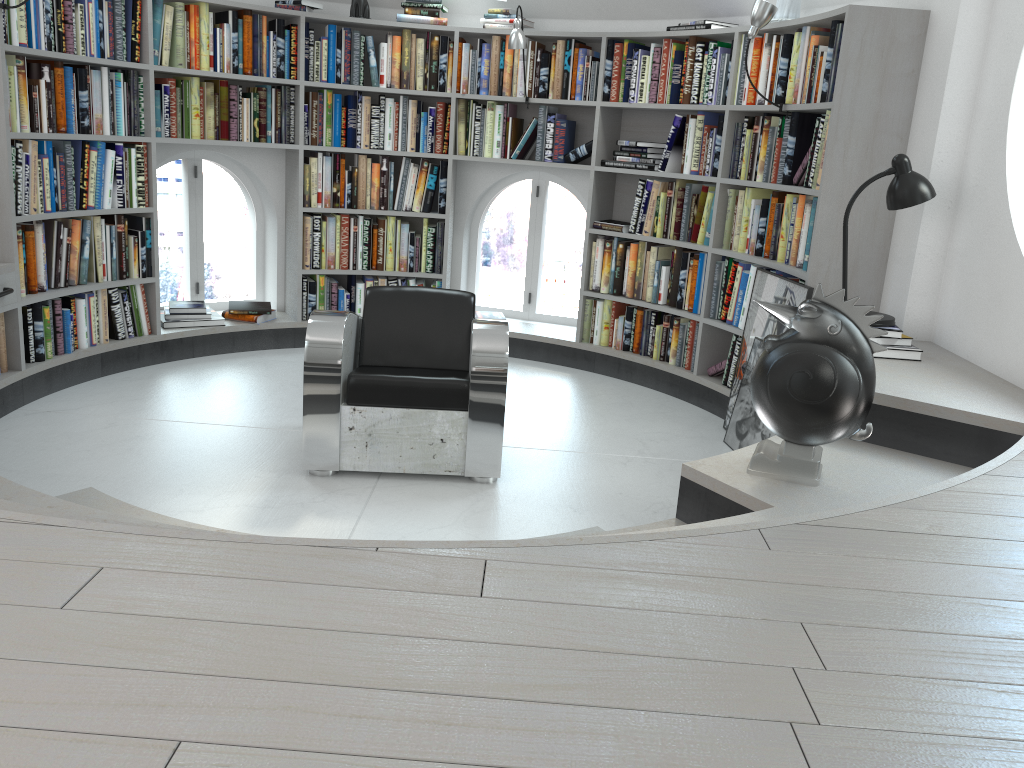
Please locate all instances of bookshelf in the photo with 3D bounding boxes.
[{"bbox_3d":[-0.426,-1.111,5.004,4.333,1.867,2.124,4,15,1],"label":"bookshelf"}]

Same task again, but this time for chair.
[{"bbox_3d":[-0.452,-0.033,3.950,0.823,0.714,0.746,3,15,-4],"label":"chair"}]

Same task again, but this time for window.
[{"bbox_3d":[-0.940,-0.971,5.941,3.230,1.143,0.621,0,15,-13],"label":"window"}]

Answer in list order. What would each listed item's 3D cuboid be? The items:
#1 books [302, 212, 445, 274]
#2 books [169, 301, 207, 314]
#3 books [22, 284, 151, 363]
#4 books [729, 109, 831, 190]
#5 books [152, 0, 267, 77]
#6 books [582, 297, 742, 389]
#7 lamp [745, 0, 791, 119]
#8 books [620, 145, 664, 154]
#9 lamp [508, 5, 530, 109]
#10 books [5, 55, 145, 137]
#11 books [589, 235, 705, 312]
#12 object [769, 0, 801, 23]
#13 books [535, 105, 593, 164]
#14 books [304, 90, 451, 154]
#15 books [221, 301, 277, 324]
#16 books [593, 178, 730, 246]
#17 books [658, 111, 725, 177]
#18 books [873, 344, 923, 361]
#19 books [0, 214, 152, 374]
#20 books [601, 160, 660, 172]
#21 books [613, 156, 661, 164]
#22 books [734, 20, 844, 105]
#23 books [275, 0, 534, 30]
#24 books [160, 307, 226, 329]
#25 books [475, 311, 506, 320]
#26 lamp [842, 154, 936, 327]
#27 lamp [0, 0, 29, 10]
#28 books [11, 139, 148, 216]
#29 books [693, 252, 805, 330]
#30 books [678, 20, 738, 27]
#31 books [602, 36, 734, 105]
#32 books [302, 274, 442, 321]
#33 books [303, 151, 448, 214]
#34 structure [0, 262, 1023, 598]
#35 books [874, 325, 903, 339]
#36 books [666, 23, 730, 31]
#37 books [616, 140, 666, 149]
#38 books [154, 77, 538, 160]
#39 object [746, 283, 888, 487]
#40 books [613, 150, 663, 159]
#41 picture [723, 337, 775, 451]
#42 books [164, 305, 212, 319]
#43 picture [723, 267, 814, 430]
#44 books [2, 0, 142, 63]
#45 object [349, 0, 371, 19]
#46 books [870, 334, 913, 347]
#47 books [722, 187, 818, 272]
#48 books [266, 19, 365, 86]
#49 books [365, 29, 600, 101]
[{"bbox_3d":[-0.896,-0.939,5.861,1.031,0.355,0.295,0,15,-14],"label":"books"},{"bbox_3d":[-2.011,-0.476,5.491,0.213,0.036,0.228,-2,17,-22],"label":"books"},{"bbox_3d":[-2.335,-0.362,4.747,0.283,0.317,0.923,9,16,18],"label":"books"},{"bbox_3d":[1.422,-1.155,4.370,0.279,0.355,1.060,1,16,-13],"label":"books"},{"bbox_3d":[-1.785,-1.982,5.089,0.795,0.370,0.270,-11,21,-44],"label":"books"},{"bbox_3d":[0.991,-0.265,5.255,0.360,0.309,1.505,-7,19,-36],"label":"books"},{"bbox_3d":[1.241,-1.538,4.210,0.275,0.521,0.113,2,14,-8],"label":"lamp"},{"bbox_3d":[0.812,-1.422,5.387,0.214,0.036,0.228,-8,20,-37],"label":"books"},{"bbox_3d":[0.048,-1.951,5.315,0.113,0.562,0.360,6,15,7],"label":"lamp"},{"bbox_3d":[-2.276,-1.434,4.448,0.303,0.345,1.095,8,16,16],"label":"books"},{"bbox_3d":[0.858,-0.691,5.397,0.876,0.348,0.273,18,20,41],"label":"books"},{"bbox_3d":[1.392,-2.026,4.400,0.179,0.469,0.180,7,14,10],"label":"object"},{"bbox_3d":[0.376,-1.556,5.566,0.399,0.338,0.225,10,15,20],"label":"books"},{"bbox_3d":[-0.865,-1.687,5.712,1.028,0.356,0.303,0,15,-13],"label":"books"},{"bbox_3d":[-1.674,-0.459,5.663,0.318,0.099,0.294,5,15,2],"label":"books"},{"bbox_3d":[0.938,-1.037,5.241,0.978,0.350,0.252,18,20,42],"label":"books"},{"bbox_3d":[1.122,-1.361,5.036,0.256,0.348,0.556,-9,20,-41],"label":"books"},{"bbox_3d":[1.389,-0.171,3.571,0.365,0.042,0.391,4,15,1],"label":"books"},{"bbox_3d":[-2.379,-0.464,4.388,0.391,0.690,1.651,7,15,10],"label":"books"},{"bbox_3d":[0.806,-1.330,5.410,0.389,0.042,0.366,17,20,39],"label":"books"},{"bbox_3d":[0.808,-1.362,5.402,0.287,0.031,0.270,15,19,34],"label":"books"},{"bbox_3d":[1.447,-1.528,4.289,0.292,0.360,1.021,0,16,-16],"label":"books"},{"bbox_3d":[-1.221,-2.262,5.130,2.816,0.172,0.752,-4,17,-28],"label":"books"},{"bbox_3d":[-2.016,-0.413,5.507,0.366,0.042,0.390,-6,18,-31],"label":"books"},{"bbox_3d":[-0.187,-0.456,6.038,0.268,0.029,0.255,2,16,-9],"label":"books"},{"bbox_3d":[1.453,-0.564,3.465,0.323,0.655,0.235,8,15,16],"label":"lamp"},{"bbox_3d":[-2.047,-1.783,3.863,0.414,0.310,0.117,3,14,-2],"label":"lamp"},{"bbox_3d":[-2.270,-1.060,4.502,0.261,0.356,1.026,9,16,17],"label":"books"},{"bbox_3d":[1.346,-0.436,4.611,0.304,0.356,1.192,-1,16,-17],"label":"books"},{"bbox_3d":[1.106,-2.016,4.997,0.233,0.027,0.249,-4,17,-26],"label":"books"},{"bbox_3d":[0.952,-1.794,5.110,0.306,0.365,0.973,-10,21,-44],"label":"books"},{"bbox_3d":[-0.937,-0.589,5.940,1.019,0.304,0.290,0,15,-14],"label":"books"},{"bbox_3d":[-0.882,-1.311,5.763,0.997,0.349,0.299,0,15,-15],"label":"books"},{"bbox_3d":[-0.525,-0.005,3.849,4.721,0.688,4.731,-10,21,-42],"label":"structure"},{"bbox_3d":[1.394,-0.238,3.554,0.269,0.031,0.287,7,16,10],"label":"books"},{"bbox_3d":[1.104,-1.989,5.004,0.317,0.036,0.338,-7,19,-35],"label":"books"},{"bbox_3d":[0.814,-1.452,5.380,0.269,0.031,0.288,-1,16,-18],"label":"books"},{"bbox_3d":[-1.019,-1.630,5.490,2.529,0.368,0.595,-1,16,-18],"label":"books"},{"bbox_3d":[0.849,-0.007,2.524,0.320,0.558,0.323,-3,16,-25],"label":"object"},{"bbox_3d":[0.810,-1.392,5.395,0.270,0.031,0.287,-8,20,-37],"label":"books"},{"bbox_3d":[1.171,0.099,4.189,0.107,0.551,0.493,2,15,-9],"label":"picture"},{"bbox_3d":[-2.013,-0.446,5.498,0.269,0.031,0.288,-2,17,-22],"label":"books"},{"bbox_3d":[1.232,-0.099,4.324,0.090,0.857,0.582,2,15,-9],"label":"picture"},{"bbox_3d":[-2.243,-1.801,4.335,0.301,0.359,1.039,8,16,16],"label":"books"},{"bbox_3d":[-0.926,-2.377,5.461,0.147,0.263,0.203,3,15,-2],"label":"object"},{"bbox_3d":[1.392,-0.207,3.562,0.286,0.034,0.307,2,16,-9],"label":"books"},{"bbox_3d":[1.403,-0.784,4.459,0.275,0.345,1.028,0,16,-14],"label":"books"},{"bbox_3d":[-1.231,-2.041,5.484,0.682,0.344,0.266,-2,16,-22],"label":"books"},{"bbox_3d":[-0.162,-2.004,5.586,1.566,0.364,0.396,6,15,6],"label":"books"}]
